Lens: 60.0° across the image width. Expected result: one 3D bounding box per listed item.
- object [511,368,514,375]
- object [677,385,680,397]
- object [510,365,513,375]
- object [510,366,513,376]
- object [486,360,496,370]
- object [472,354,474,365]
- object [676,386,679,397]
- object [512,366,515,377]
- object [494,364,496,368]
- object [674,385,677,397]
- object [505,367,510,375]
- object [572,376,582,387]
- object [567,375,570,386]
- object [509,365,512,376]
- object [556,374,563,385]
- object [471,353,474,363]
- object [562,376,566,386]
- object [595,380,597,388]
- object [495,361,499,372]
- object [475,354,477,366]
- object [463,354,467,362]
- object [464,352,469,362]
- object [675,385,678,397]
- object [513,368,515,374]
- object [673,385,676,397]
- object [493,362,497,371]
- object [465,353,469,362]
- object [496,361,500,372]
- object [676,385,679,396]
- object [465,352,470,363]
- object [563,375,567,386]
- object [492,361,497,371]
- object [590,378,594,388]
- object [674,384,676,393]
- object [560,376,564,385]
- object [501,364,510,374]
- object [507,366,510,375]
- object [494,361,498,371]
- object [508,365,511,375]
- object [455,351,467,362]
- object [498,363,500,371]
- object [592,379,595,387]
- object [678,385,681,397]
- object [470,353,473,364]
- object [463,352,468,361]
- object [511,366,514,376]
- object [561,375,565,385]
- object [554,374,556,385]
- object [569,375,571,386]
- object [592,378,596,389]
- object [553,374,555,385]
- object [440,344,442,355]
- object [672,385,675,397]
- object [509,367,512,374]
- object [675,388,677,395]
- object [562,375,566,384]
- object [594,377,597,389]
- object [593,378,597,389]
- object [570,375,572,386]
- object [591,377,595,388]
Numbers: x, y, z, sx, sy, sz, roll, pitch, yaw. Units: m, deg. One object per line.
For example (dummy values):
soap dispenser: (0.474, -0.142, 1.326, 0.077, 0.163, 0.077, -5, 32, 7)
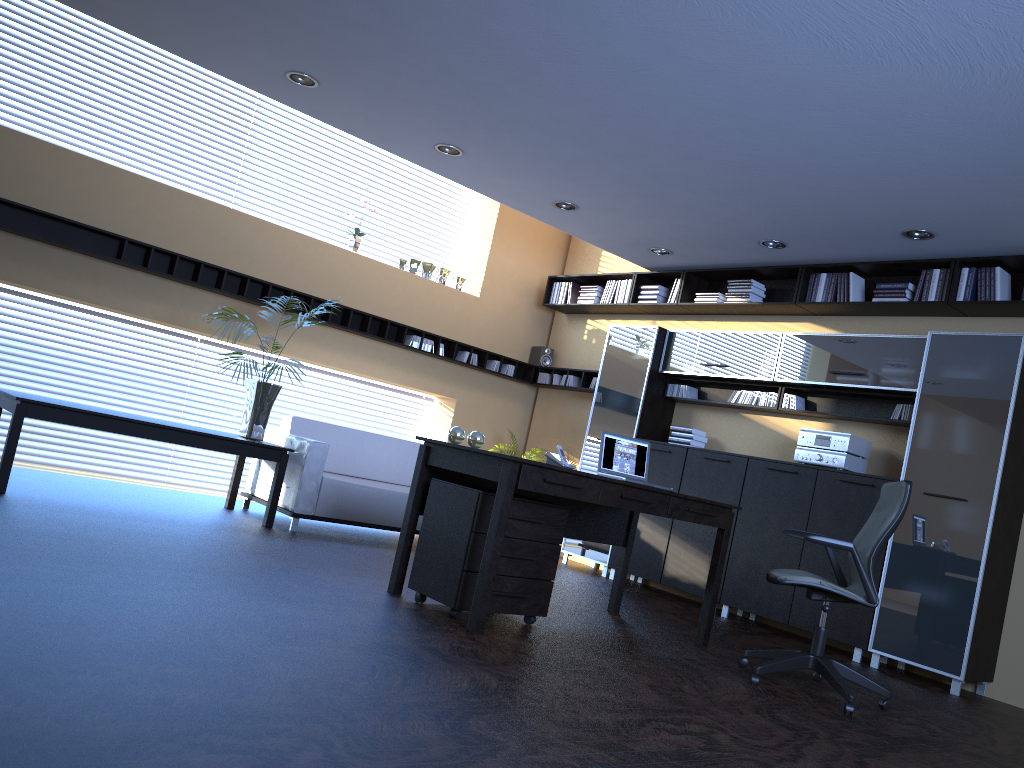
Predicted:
object: (-0.037, -0.148, 9.856, 0.009, 0.120, 0.142, 15, -5, -39)
object: (1.617, 0.081, 8.364, 0.142, 0.120, 0.009, 16, -5, -39)
object: (-0.052, -0.153, 9.844, 0.009, 0.120, 0.142, 15, -5, -38)
object: (-0.049, -0.151, 9.855, 0.006, 0.118, 0.140, 15, -5, -39)
object: (-0.244, -0.206, 9.695, 0.040, 0.118, 0.142, 15, -5, -38)
object: (-0.453, -0.268, 9.520, 0.030, 0.120, 0.142, 15, -5, -38)
object: (1.612, 0.081, 8.374, 0.142, 0.120, 0.009, 16, -5, -38)
object: (-0.028, -0.146, 9.862, 0.009, 0.120, 0.142, 15, -5, -38)
object: (-0.224, -0.202, 9.710, 0.030, 0.120, 0.142, 15, -5, -39)
object: (1.591, 0.078, 8.394, 0.140, 0.118, 0.006, 16, -5, -38)
object: (-0.080, -0.160, 9.831, 0.009, 0.120, 0.142, 15, -5, -38)
object: (0.700, -0.015, 9.523, 0.142, 0.118, 0.040, 16, -5, -38)
object: (0.658, -0.021, 9.576, 0.142, 0.120, 0.009, 16, -5, -38)
object: (-0.059, -0.155, 9.835, 0.006, 0.118, 0.140, 15, -5, -39)
object: (0.536, -0.033, 9.730, 0.142, 0.118, 0.040, 16, -5, -38)
object: (-0.469, -0.273, 9.507, 0.009, 0.120, 0.142, 15, -5, -38)
object: (0.618, -0.025, 9.627, 0.142, 0.120, 0.030, 16, -5, -38)
object: (0.927, 0.008, 9.238, 0.142, 0.120, 0.009, 16, -5, -38)
object: (-0.206, -0.197, 9.719, 0.030, 0.120, 0.142, 15, -5, -38)
object: (-0.427, -0.261, 9.536, 0.026, 0.117, 0.140, 15, -5, -39)
object: (-0.536, -0.292, 9.455, 0.026, 0.117, 0.140, 15, -5, -38)
object: (-0.528, -0.290, 9.462, 0.030, 0.120, 0.142, 15, -5, -38)
object: (1.598, 0.079, 8.388, 0.142, 0.120, 0.009, 16, -5, -38)
object: (-0.025, -0.144, 9.874, 0.009, 0.120, 0.142, 15, -5, -39)
object: (1.585, 0.078, 8.403, 0.140, 0.118, 0.006, 16, -5, -38)
object: (-0.222, -0.202, 9.707, 0.026, 0.117, 0.140, 15, -5, -38)
object: (-0.522, -0.288, 9.470, 0.026, 0.117, 0.140, 15, -5, -38)
object: (-0.192, -0.193, 9.735, 0.009, 0.120, 0.142, 15, -5, -38)
object: (1.607, 0.081, 8.382, 0.142, 0.120, 0.009, 16, -5, -38)
object: (-0.515, -0.285, 9.478, 0.030, 0.120, 0.142, 15, -5, -38)
object: (0.624, -0.025, 9.619, 0.142, 0.120, 0.030, 16, -5, -38)
object: (-0.234, -0.204, 9.706, 0.030, 0.120, 0.142, 15, -5, -39)
object: (0.885, 0.004, 9.290, 0.142, 0.118, 0.040, 16, -5, -38)
object: (1.586, 0.078, 8.404, 0.142, 0.120, 0.009, 16, -5, -38)
object: (0.595, -0.027, 9.654, 0.142, 0.118, 0.040, 16, -5, -38)
object: (-0.096, -0.164, 9.811, 0.040, 0.118, 0.142, 15, -5, -39)
object: (-0.080, -0.160, 9.829, 0.006, 0.118, 0.140, 15, -5, -38)
object: (-0.215, -0.199, 9.715, 0.030, 0.120, 0.142, 15, -5, -38)
object: (-0.069, -0.157, 9.832, 0.009, 0.120, 0.142, 15, -5, -38)
object: (-0.546, -0.294, 9.444, 0.040, 0.118, 0.142, 15, -5, -39)
object: (-0.186, -0.191, 9.744, 0.009, 0.120, 0.142, 15, -5, -38)
object: (0.901, 0.005, 9.270, 0.142, 0.120, 0.030, 16, -5, -38)
object: (1.623, 0.082, 8.356, 0.142, 0.120, 0.009, 16, -5, -38)
object: (-0.476, -0.275, 9.501, 0.006, 0.118, 0.140, 15, -5, -39)
object: (-0.537, -0.292, 9.457, 0.030, 0.120, 0.142, 15, -5, -39)
object: (-0.036, -0.148, 9.855, 0.006, 0.118, 0.140, 15, -5, -39)
object: (0.605, -0.027, 9.643, 0.142, 0.120, 0.030, 16, -5, -38)
object: (0.526, -0.035, 9.742, 0.142, 0.120, 0.030, 16, -5, -38)
object: (0.678, -0.019, 9.551, 0.142, 0.120, 0.030, 16, -5, -38)
object: (0.907, 0.006, 9.262, 0.142, 0.120, 0.030, 16, -5, -38)
object: (0.514, -0.036, 9.758, 0.142, 0.120, 0.030, 16, -5, -38)
object: (-0.780, -0.364, 9.249, 0.030, 0.120, 0.142, 15, -5, -38)
object: (1.579, 0.077, 8.411, 0.142, 0.120, 0.009, 16, -5, -39)
object: (-0.060, -0.155, 9.838, 0.009, 0.120, 0.142, 15, -5, -39)
object: (1.597, 0.079, 8.386, 0.140, 0.118, 0.006, 16, -5, -38)
object: (0.611, -0.026, 9.635, 0.142, 0.120, 0.030, 16, -5, -38)
object: (0.914, 0.007, 9.254, 0.142, 0.123, 0.030, 16, -5, -38)
object: (0.914, 0.007, 9.254, 0.142, 0.120, 0.030, 16, -5, -38)
object: (0.684, -0.018, 9.543, 0.142, 0.120, 0.030, 16, -5, -38)
object: (0.894, 0.004, 9.278, 0.142, 0.120, 0.030, 16, -5, -38)
